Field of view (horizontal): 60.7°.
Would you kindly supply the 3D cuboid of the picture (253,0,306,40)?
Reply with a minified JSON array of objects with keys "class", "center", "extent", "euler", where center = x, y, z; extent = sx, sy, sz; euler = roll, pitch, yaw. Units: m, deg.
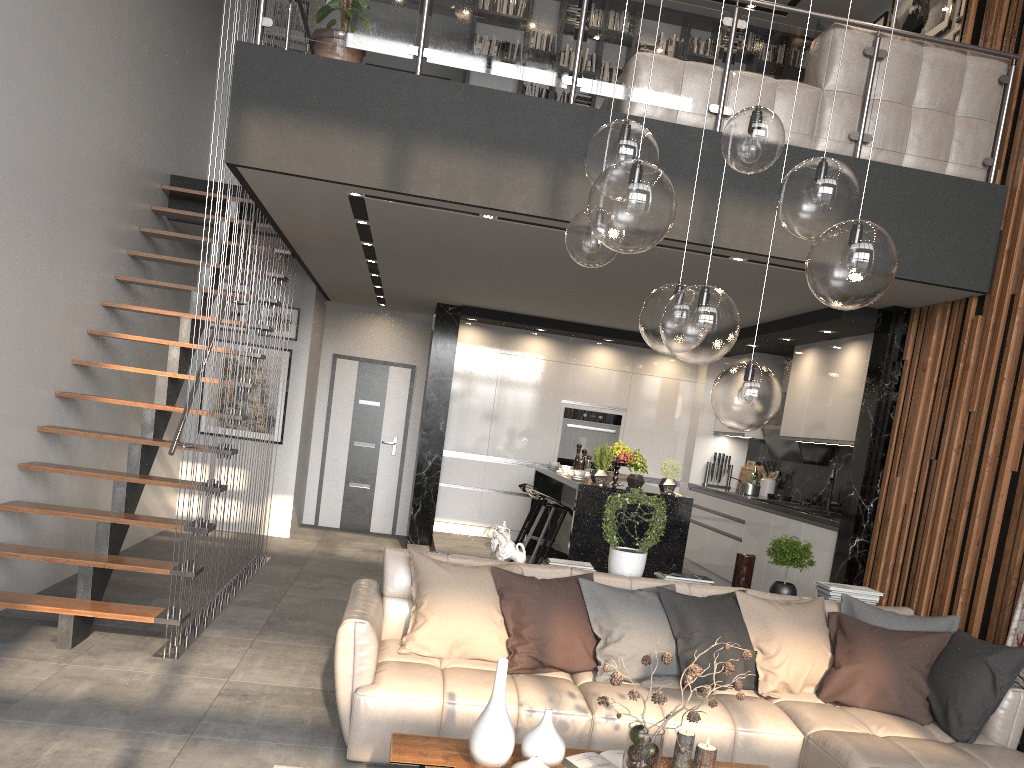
[{"class":"picture","center":[-2.285,-3.581,8.661],"extent":[0.505,0.417,0.024],"euler":[8,6,-8]}]

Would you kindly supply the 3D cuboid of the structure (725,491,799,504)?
[{"class":"structure","center":[2.388,1.089,8.371],"extent":[0.511,0.061,0.594],"euler":[8,-3,-7]}]

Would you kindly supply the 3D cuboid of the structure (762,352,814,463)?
[{"class":"structure","center":[2.608,0.210,8.282],"extent":[0.415,1.045,0.727],"euler":[7,4,-7]}]

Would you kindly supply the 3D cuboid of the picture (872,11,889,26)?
[{"class":"picture","center":[3.178,-2.764,8.165],"extent":[0.025,1.006,0.860],"euler":[7,3,-7]}]

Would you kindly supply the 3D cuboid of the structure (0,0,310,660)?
[{"class":"structure","center":[-2.225,-1.474,6.150],"extent":[1.182,6.134,3.542],"euler":[7,4,-7]}]

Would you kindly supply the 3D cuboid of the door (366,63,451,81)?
[{"class":"door","center":[-1.321,-2.525,10.116],"extent":[0.977,2.112,0.166],"euler":[7,6,-7]}]

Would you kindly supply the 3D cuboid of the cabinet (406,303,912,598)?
[{"class":"cabinet","center":[1.008,0.394,7.831],"extent":[3.629,3.281,6.139],"euler":[8,-1,-7]}]

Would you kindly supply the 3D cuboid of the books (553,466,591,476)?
[{"class":"books","center":[0.552,0.800,8.046],"extent":[0.323,0.039,0.170],"euler":[8,-2,-8]}]

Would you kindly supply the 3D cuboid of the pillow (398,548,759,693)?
[{"class":"pillow","center":[0.427,1.203,4.336],"extent":[1.946,0.507,0.536],"euler":[8,2,-8]}]

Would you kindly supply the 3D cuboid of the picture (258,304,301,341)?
[{"class":"picture","center":[-2.408,-0.642,9.034],"extent":[0.411,0.339,0.024],"euler":[8,6,-8]}]

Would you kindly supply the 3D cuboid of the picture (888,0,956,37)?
[{"class":"picture","center":[3.330,-3.032,7.136],"extent":[0.025,0.662,0.981],"euler":[7,0,-7]}]

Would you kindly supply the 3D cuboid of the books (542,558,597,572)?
[{"class":"books","center":[0.330,1.063,4.974],"extent":[0.349,0.101,0.192],"euler":[8,-1,-7]}]

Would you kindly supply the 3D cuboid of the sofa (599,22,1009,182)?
[{"class":"sofa","center":[1.638,-1.644,6.034],"extent":[2.282,0.791,2.264],"euler":[8,-2,-7]}]

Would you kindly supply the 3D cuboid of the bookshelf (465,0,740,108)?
[{"class":"bookshelf","center":[1.228,-2.451,8.902],"extent":[3.530,2.554,0.243],"euler":[8,6,-8]}]

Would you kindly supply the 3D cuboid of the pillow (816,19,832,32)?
[{"class":"pillow","center":[2.202,-1.814,5.752],"extent":[0.754,0.553,1.387],"euler":[8,-1,24]}]

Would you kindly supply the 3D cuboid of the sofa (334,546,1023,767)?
[{"class":"sofa","center":[0.831,1.424,3.933],"extent":[3.252,0.829,1.857],"euler":[8,-1,-7]}]

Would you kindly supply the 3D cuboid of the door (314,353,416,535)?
[{"class":"door","center":[-1.764,0.750,10.493],"extent":[0.977,2.112,0.166],"euler":[7,6,-7]}]

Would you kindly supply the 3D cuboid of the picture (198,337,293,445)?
[{"class":"picture","center":[-2.772,0.079,9.083],"extent":[0.874,1.008,0.024],"euler":[7,6,-8]}]

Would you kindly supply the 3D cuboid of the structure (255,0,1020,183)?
[{"class":"structure","center":[0.585,-1.757,6.392],"extent":[4.232,0.749,3.343],"euler":[8,-2,-7]}]

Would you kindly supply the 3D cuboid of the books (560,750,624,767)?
[{"class":"books","center":[0.371,1.361,3.095],"extent":[0.345,0.040,0.228],"euler":[9,-3,-30]}]

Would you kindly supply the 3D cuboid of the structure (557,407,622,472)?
[{"class":"structure","center":[0.827,0.627,9.992],"extent":[0.657,0.641,0.643],"euler":[8,2,-7]}]

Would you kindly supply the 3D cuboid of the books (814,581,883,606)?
[{"class":"books","center":[1.963,1.265,5.139],"extent":[0.333,0.152,0.197],"euler":[8,1,-7]}]

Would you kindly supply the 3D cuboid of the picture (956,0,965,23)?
[{"class":"picture","center":[3.414,-2.933,6.332],"extent":[0.025,0.415,0.499],"euler":[7,1,-7]}]

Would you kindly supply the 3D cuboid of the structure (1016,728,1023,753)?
[{"class":"structure","center":[2.901,1.848,2.944],"extent":[0.668,0.463,6.468],"euler":[8,-3,-7]}]

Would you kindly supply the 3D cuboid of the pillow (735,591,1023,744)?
[{"class":"pillow","center":[1.804,1.403,4.419],"extent":[1.371,0.555,0.762],"euler":[7,0,23]}]

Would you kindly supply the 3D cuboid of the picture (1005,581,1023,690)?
[{"class":"picture","center":[2.616,1.123,4.091],"extent":[0.102,1.012,0.719],"euler":[7,4,-7]}]

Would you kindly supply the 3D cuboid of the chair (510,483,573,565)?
[{"class":"chair","center":[0.282,1.320,7.730],"extent":[0.435,0.744,1.711],"euler":[7,-1,-7]}]

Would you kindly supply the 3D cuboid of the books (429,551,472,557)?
[{"class":"books","center":[-0.335,0.984,4.869],"extent":[0.294,0.055,0.182],"euler":[8,-2,-3]}]

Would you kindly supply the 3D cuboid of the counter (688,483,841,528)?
[{"class":"counter","center":[2.435,1.097,7.949],"extent":[0.612,0.040,3.423],"euler":[8,-3,-7]}]

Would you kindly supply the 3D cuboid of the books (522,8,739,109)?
[{"class":"books","center":[1.235,-2.495,8.888],"extent":[3.447,2.366,0.208],"euler":[8,6,-8]}]

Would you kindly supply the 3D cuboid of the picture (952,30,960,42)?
[{"class":"picture","center":[3.338,-2.332,6.331],"extent":[0.025,0.651,0.637],"euler":[7,2,-7]}]

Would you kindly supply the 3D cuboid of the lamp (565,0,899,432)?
[{"class":"lamp","center":[0.867,-2.381,2.419],"extent":[1.235,5.069,1.207],"euler":[7,6,-10]}]

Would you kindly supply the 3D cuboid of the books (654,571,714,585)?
[{"class":"books","center":[0.974,1.151,5.057],"extent":[0.326,0.100,0.202],"euler":[8,-1,-7]}]
